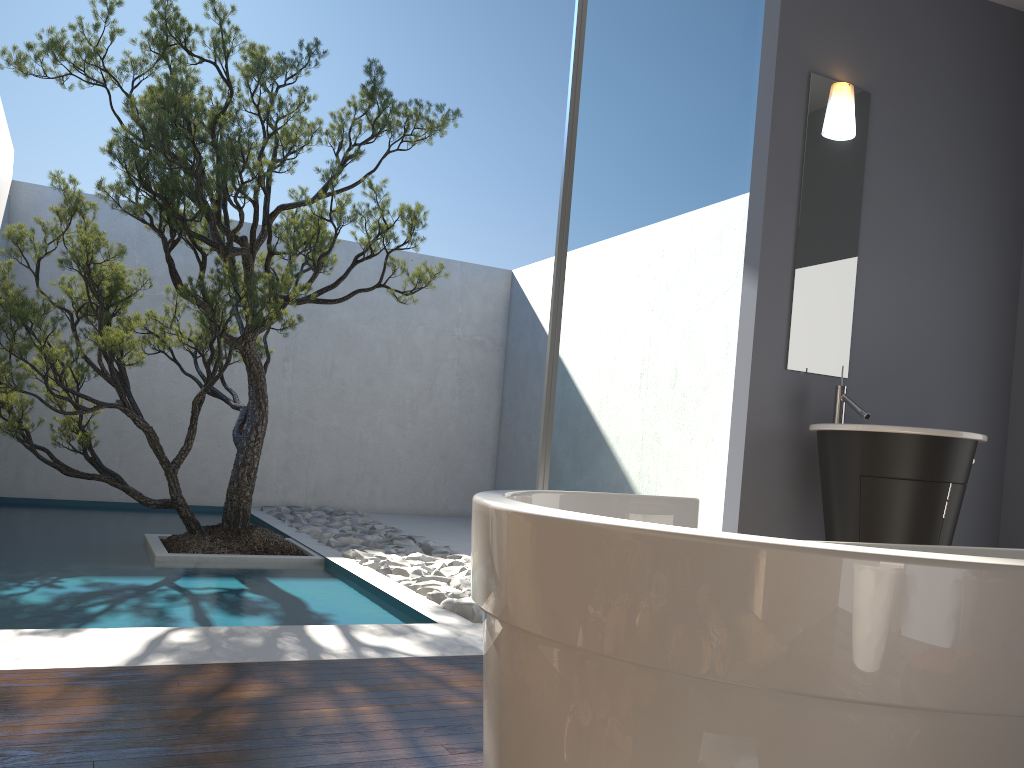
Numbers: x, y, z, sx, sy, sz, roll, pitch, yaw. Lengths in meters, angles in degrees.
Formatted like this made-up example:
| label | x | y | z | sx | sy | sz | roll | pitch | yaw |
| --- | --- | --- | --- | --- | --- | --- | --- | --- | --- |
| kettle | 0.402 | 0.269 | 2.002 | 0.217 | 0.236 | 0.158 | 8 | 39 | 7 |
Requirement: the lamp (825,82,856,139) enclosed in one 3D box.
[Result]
| label | x | y | z | sx | sy | sz | roll | pitch | yaw |
| --- | --- | --- | --- | --- | --- | --- | --- | --- | --- |
| lamp | 1.441 | -1.188 | 3.820 | 0.157 | 0.214 | 0.057 | 5 | -1 | -26 |

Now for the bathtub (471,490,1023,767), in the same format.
| label | x | y | z | sx | sy | sz | roll | pitch | yaw |
| --- | --- | --- | --- | --- | --- | --- | --- | --- | --- |
| bathtub | 0.901 | 0.603 | 1.482 | 2.105 | 0.711 | 0.912 | 7 | -3 | -26 |

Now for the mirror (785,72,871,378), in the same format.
| label | x | y | z | sx | sy | sz | roll | pitch | yaw |
| --- | --- | --- | --- | --- | --- | --- | --- | --- | --- |
| mirror | 1.379 | -0.676 | 3.848 | 0.355 | 1.269 | 0.012 | 5 | 0 | -26 |

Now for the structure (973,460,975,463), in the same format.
| label | x | y | z | sx | sy | sz | roll | pitch | yaw |
| --- | --- | --- | --- | --- | --- | --- | --- | --- | --- |
| structure | 1.773 | 0.303 | 3.818 | 0.025 | 0.144 | 0.480 | 5 | -4 | -26 |

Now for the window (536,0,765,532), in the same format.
| label | x | y | z | sx | sy | sz | roll | pitch | yaw |
| --- | --- | --- | --- | --- | --- | --- | --- | --- | --- |
| window | 1.010 | -0.357 | 3.813 | 1.890 | 3.000 | 0.021 | 5 | 0 | -26 |

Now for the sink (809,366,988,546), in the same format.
| label | x | y | z | sx | sy | sz | roll | pitch | yaw |
| --- | --- | --- | --- | --- | --- | --- | --- | --- | --- |
| sink | 1.488 | 0.537 | 3.500 | 0.649 | 1.249 | 0.645 | 6 | -1 | -44 |

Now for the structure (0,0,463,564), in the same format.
| label | x | y | z | sx | sy | sz | roll | pitch | yaw |
| --- | --- | --- | --- | --- | --- | --- | --- | --- | --- |
| structure | -1.905 | -0.455 | 5.503 | 2.595 | 3.466 | 2.516 | 6 | -2 | -33 |
